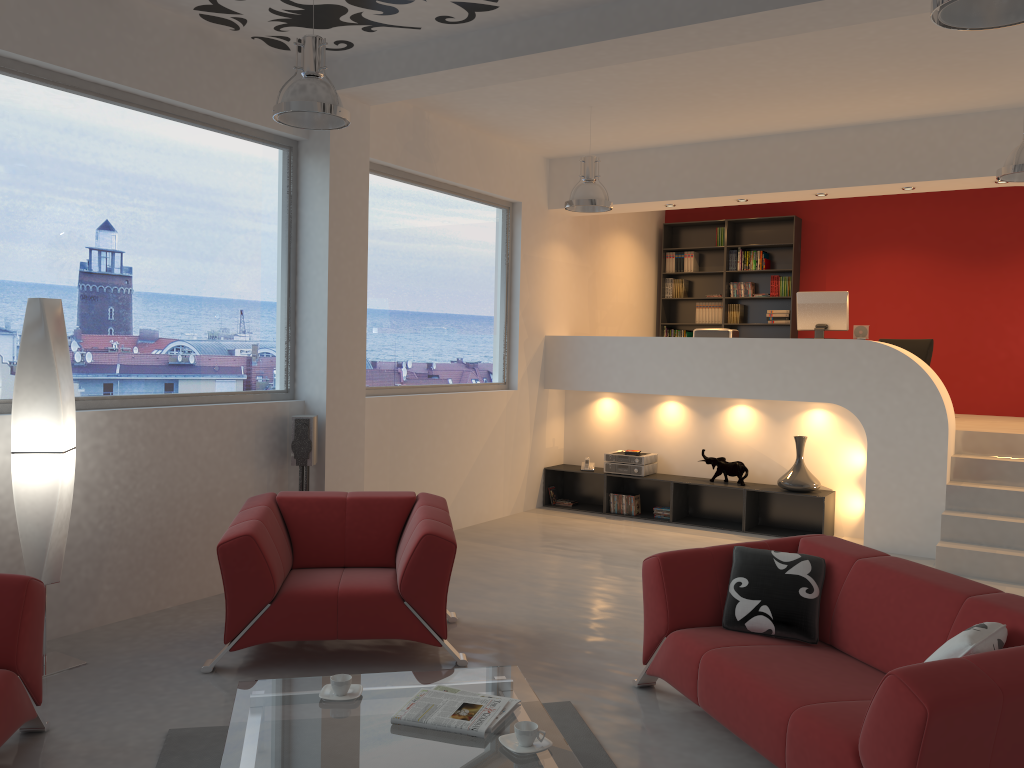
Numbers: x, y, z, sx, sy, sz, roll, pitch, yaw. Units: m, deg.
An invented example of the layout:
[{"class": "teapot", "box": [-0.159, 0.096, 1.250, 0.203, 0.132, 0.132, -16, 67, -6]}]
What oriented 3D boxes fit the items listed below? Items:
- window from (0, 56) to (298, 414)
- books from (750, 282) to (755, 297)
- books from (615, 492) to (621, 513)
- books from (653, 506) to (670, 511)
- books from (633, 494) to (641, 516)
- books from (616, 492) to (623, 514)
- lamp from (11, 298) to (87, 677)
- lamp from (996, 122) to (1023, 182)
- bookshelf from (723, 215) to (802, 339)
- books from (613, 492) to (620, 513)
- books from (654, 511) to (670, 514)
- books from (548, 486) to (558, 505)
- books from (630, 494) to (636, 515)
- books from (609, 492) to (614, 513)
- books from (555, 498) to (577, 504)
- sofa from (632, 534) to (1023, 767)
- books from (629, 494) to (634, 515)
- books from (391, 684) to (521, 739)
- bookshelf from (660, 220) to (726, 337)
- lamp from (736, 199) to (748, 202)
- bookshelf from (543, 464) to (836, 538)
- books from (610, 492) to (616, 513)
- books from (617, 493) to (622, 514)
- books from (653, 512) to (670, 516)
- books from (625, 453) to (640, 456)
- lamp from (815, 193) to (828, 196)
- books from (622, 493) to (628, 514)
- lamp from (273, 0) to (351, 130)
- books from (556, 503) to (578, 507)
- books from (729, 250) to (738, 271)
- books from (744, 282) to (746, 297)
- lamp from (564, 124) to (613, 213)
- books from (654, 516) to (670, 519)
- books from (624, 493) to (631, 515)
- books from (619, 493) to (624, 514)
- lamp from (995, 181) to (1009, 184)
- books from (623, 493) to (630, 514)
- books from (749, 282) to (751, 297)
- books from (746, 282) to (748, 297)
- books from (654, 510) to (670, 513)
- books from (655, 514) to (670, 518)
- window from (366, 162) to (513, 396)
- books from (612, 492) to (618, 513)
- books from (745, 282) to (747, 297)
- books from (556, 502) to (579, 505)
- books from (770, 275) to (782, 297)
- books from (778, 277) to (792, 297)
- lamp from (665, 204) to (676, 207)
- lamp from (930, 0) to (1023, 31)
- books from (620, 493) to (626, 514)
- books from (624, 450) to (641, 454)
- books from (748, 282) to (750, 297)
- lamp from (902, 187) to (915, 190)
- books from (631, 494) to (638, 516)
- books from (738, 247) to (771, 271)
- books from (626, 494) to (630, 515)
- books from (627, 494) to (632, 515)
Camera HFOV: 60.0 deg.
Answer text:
[{"class": "window", "box": [-2.187, -0.765, 5.202, 0.100, 1.800, 2.400, 3, 3, 32]}, {"class": "books", "box": [2.910, -1.135, 10.722, 0.031, 0.190, 0.135, 3, 3, 32]}, {"class": "books", "box": [1.049, 1.168, 8.723, 0.031, 0.190, 0.135, 3, 3, 32]}, {"class": "books", "box": [1.469, 1.198, 8.518, 0.190, 0.015, 0.135, 2, 2, 27]}, {"class": "books", "box": [1.214, 1.176, 8.619, 0.031, 0.190, 0.135, 3, 3, 32]}, {"class": "books", "box": [1.061, 1.168, 8.715, 0.031, 0.190, 0.135, 3, 3, 32]}, {"class": "lamp", "box": [-2.253, 0.480, 4.272, 0.313, 1.779, 0.313, 2, 2, 24]}, {"class": "lamp", "box": [3.154, -1.655, 5.351, 0.379, 0.800, 0.379, 1, 2, 3]}, {"class": "bookshelf", "box": [2.979, -0.861, 10.622, 0.816, 2.213, 0.305, 3, 3, 32]}, {"class": "books", "box": [1.036, 1.167, 8.731, 0.031, 0.190, 0.135, 3, 3, 32]}, {"class": "books", "box": [1.480, 1.228, 8.512, 0.190, 0.015, 0.135, 3, 3, 32]}, {"class": "books", "box": [0.426, 1.144, 9.116, 0.063, 0.187, 0.135, 3, 3, 32]}, {"class": "books", "box": [1.188, 1.174, 8.635, 0.031, 0.190, 0.135, 3, 3, 32]}, {"class": "books", "box": [0.998, 1.165, 8.755, 0.031, 0.190, 0.135, 3, 3, 32]}, {"class": "books", "box": [0.554, 1.200, 9.095, 0.190, 0.015, 0.135, 3, 3, 32]}, {"class": "sofa", "box": [1.287, 1.114, 3.435, 0.951, 0.738, 1.929, 1, 2, -18]}, {"class": "books", "box": [1.176, 1.174, 8.643, 0.031, 0.190, 0.135, 3, 3, 32]}, {"class": "books", "box": [-0.202, 1.151, 3.127, 0.367, 0.035, 0.345, 2, 2, 22]}, {"class": "bookshelf", "box": [2.289, -0.893, 11.057, 0.816, 2.213, 0.305, 3, 3, 32]}, {"class": "lamp", "box": [2.101, -1.673, 8.092, 0.105, 0.011, 0.105, 2, 2, 21]}, {"class": "bookshelf", "box": [1.598, 1.100, 8.460, 2.764, 0.397, 0.405, 3, 3, 32]}, {"class": "books", "box": [1.011, 1.166, 8.747, 0.031, 0.190, 0.135, 3, 3, 32]}, {"class": "books", "box": [1.074, 1.169, 8.707, 0.031, 0.190, 0.135, 3, 3, 32]}, {"class": "books", "box": [1.475, 1.243, 8.515, 0.190, 0.015, 0.135, 3, 3, 37]}, {"class": "books", "box": [1.181, 0.679, 8.681, 0.135, 0.015, 0.190, 2, 2, 12]}, {"class": "lamp", "box": [2.693, -1.645, 7.719, 0.105, 0.011, 0.105, 2, 2, 21]}, {"class": "books", "box": [1.112, 1.171, 8.683, 0.031, 0.190, 0.135, 3, 3, 32]}, {"class": "lamp", "box": [-0.991, -1.714, 4.417, 0.379, 0.800, 0.379, 0, 2, -29]}, {"class": "books", "box": [0.563, 1.230, 9.091, 0.190, 0.015, 0.135, 3, 3, 32]}, {"class": "books", "box": [2.723, -1.493, 10.822, 0.090, 0.256, 0.181, 3, 3, 32]}, {"class": "books", "box": [2.846, -1.138, 10.762, 0.031, 0.190, 0.135, 3, 3, 32]}, {"class": "lamp", "box": [0.610, -1.774, 6.953, 0.379, 0.800, 0.379, 1, 2, 3]}, {"class": "books", "box": [1.477, 1.273, 8.514, 0.190, 0.015, 0.135, 2, 2, 27]}, {"class": "books", "box": [1.138, 1.172, 8.667, 0.031, 0.190, 0.135, 3, 3, 32]}, {"class": "books", "box": [1.087, 1.170, 8.699, 0.031, 0.190, 0.135, 3, 3, 32]}, {"class": "lamp", "box": [3.861, -1.591, 6.984, 0.105, 0.011, 0.105, 2, 2, 21]}, {"class": "books", "box": [1.125, 1.171, 8.675, 0.031, 0.190, 0.135, 3, 3, 32]}, {"class": "books", "box": [2.897, -1.135, 10.730, 0.031, 0.190, 0.135, 3, 3, 32]}, {"class": "books", "box": [2.872, -1.136, 10.746, 0.031, 0.190, 0.135, 3, 3, 32]}, {"class": "books", "box": [1.473, 1.213, 8.507, 0.190, 0.015, 0.135, 3, 3, 32]}, {"class": "books", "box": [1.483, 1.258, 8.511, 0.190, 0.015, 0.135, 3, 3, 32]}, {"class": "window", "box": [-0.693, -0.822, 7.569, 0.100, 1.800, 2.400, 3, 3, 32]}, {"class": "books", "box": [1.023, 1.167, 8.739, 0.031, 0.190, 0.135, 3, 3, 32]}, {"class": "books", "box": [2.859, -1.137, 10.754, 0.031, 0.190, 0.135, 3, 3, 32]}, {"class": "books", "box": [0.567, 1.216, 9.087, 0.190, 0.015, 0.135, 3, 3, 32]}, {"class": "books", "box": [3.150, -1.156, 10.561, 0.090, 0.256, 0.181, 3, 3, 32]}, {"class": "books", "box": [3.251, -1.143, 10.496, 0.146, 0.240, 0.170, 3, 3, 32]}, {"class": "lamp", "box": [1.510, -1.701, 8.465, 0.105, 0.011, 0.105, 2, 2, 21]}, {"class": "lamp", "box": [1.553, -1.595, 2.814, 0.379, 0.800, 0.379, 2, 2, 25]}, {"class": "books", "box": [1.100, 1.170, 8.691, 0.031, 0.190, 0.135, 3, 3, 32]}, {"class": "books", "box": [1.183, 0.664, 8.691, 0.135, 0.015, 0.190, 2, 2, 17]}, {"class": "books", "box": [2.884, -1.136, 10.738, 0.031, 0.190, 0.135, 3, 3, 32]}, {"class": "lamp", "box": [3.285, -1.618, 7.346, 0.105, 0.011, 0.105, 2, 2, 21]}, {"class": "books", "box": [1.201, 1.175, 8.627, 0.031, 0.190, 0.135, 3, 3, 32]}, {"class": "books", "box": [2.912, -1.498, 10.676, 0.341, 0.286, 0.231, 3, 3, 32]}, {"class": "books", "box": [1.150, 1.173, 8.659, 0.031, 0.190, 0.135, 3, 3, 32]}, {"class": "books", "box": [1.163, 1.173, 8.651, 0.031, 0.190, 0.135, 3, 3, 32]}]
